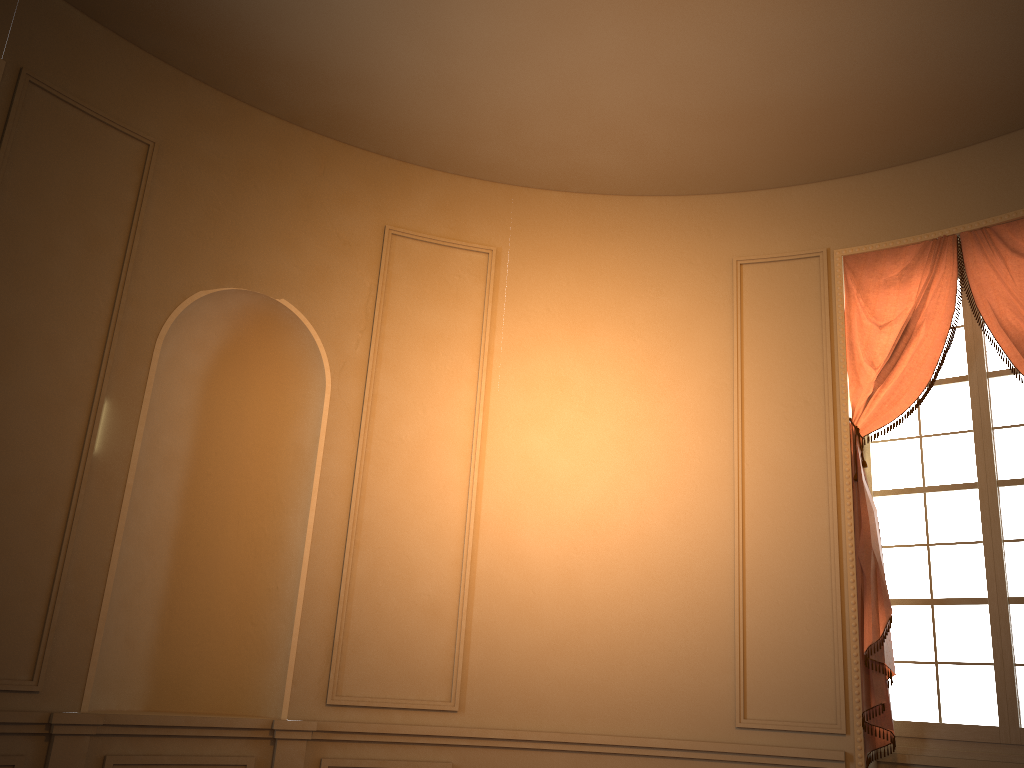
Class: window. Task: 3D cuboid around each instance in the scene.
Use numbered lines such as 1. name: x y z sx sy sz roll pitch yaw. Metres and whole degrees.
1. window: 2.572 0.536 4.797 1.282 2.805 0.049 -9 -22 36

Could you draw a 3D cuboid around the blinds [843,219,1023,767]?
1. blinds: 2.404 0.512 4.555 1.308 2.944 0.294 -9 -22 36
